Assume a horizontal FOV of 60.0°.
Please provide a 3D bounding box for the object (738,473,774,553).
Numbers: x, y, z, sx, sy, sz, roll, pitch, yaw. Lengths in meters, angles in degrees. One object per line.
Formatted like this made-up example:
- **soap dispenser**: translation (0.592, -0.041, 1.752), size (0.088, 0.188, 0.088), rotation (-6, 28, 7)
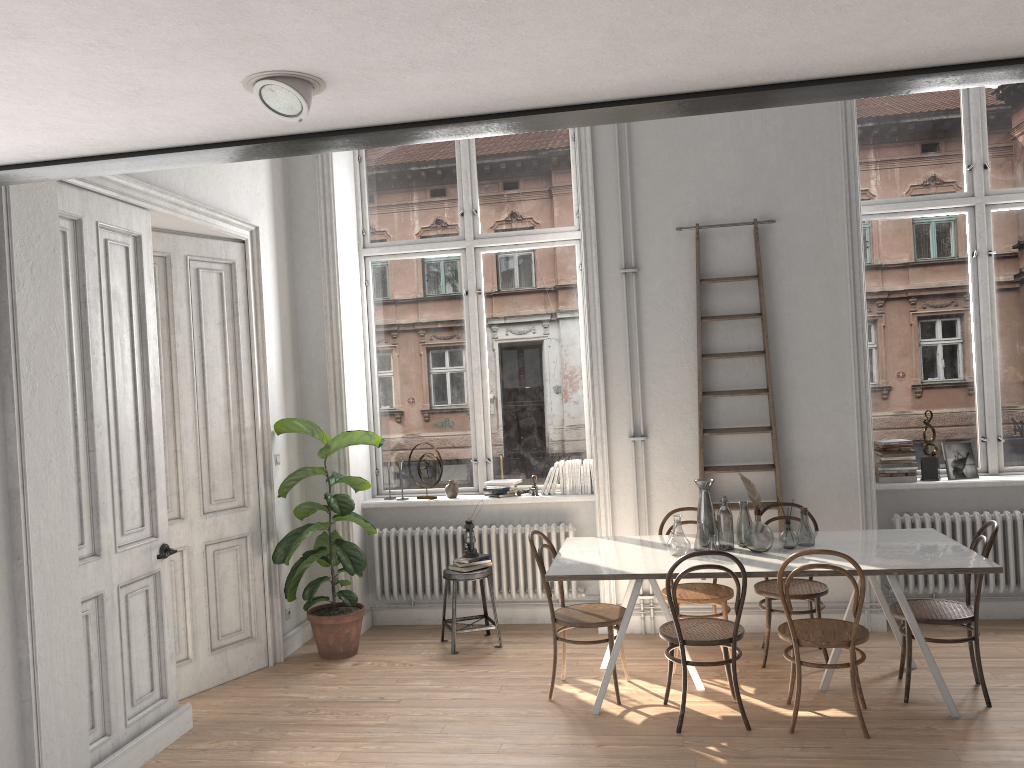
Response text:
- **object**: translation (1.354, 0.701, 4.889), size (0.157, 0.446, 0.157), rotation (-3, 0, 27)

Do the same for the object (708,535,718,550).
- **object**: translation (1.116, 0.891, 4.924), size (0.058, 0.094, 0.058), rotation (-3, 0, 38)

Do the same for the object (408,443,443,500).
- **object**: translation (-0.653, 0.660, 6.744), size (0.347, 0.425, 0.087), rotation (-3, 0, 42)

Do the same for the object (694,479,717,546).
- **object**: translation (1.122, 0.746, 5.131), size (0.116, 0.383, 0.116), rotation (-3, 0, 21)

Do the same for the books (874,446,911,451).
- **books**: translation (2.664, 0.451, 6.205), size (0.231, 0.023, 0.162), rotation (-3, 0, 25)

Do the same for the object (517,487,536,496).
- **object**: translation (0.096, 0.807, 6.639), size (0.153, 0.048, 0.088), rotation (-3, 0, -41)

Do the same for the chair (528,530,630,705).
- **chair**: translation (0.395, 1.298, 5.080), size (0.549, 0.920, 0.438), rotation (-3, 0, 18)

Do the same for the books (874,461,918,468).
- **books**: translation (2.679, 0.562, 6.209), size (0.245, 0.028, 0.193), rotation (-3, 0, 4)

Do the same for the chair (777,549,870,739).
- **chair**: translation (1.552, 1.235, 4.435), size (0.438, 0.920, 0.549), rotation (-3, 0, 20)

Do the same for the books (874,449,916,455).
- **books**: translation (2.673, 0.472, 6.204), size (0.244, 0.019, 0.174), rotation (-3, 0, 9)

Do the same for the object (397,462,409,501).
- **object**: translation (-0.840, 0.738, 6.756), size (0.095, 0.289, 0.095), rotation (-3, 0, 32)

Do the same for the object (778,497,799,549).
- **object**: translation (1.537, 0.773, 4.939), size (0.107, 0.283, 0.106), rotation (-3, 0, 4)

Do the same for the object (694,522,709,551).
- **object**: translation (1.069, 0.862, 5.027), size (0.083, 0.158, 0.083), rotation (-3, 0, 5)

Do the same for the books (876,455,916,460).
- **books**: translation (2.685, 0.514, 6.208), size (0.222, 0.024, 0.158), rotation (-3, 0, 9)

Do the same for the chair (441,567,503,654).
- **chair**: translation (-0.294, 1.534, 6.120), size (0.364, 0.523, 0.360), rotation (-3, 0, -17)

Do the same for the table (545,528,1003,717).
- **table**: translation (1.363, 1.315, 4.943), size (2.200, 0.780, 1.100), rotation (-3, 0, 9)

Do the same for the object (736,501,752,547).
- **object**: translation (1.328, 0.799, 5.058), size (0.098, 0.255, 0.100), rotation (-3, 0, -14)

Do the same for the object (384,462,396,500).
- **object**: translation (-0.946, 0.744, 6.832), size (0.095, 0.289, 0.095), rotation (-3, 1, 41)

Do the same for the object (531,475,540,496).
- **object**: translation (0.168, 0.751, 6.570), size (0.048, 0.153, 0.088), rotation (-3, 0, -21)

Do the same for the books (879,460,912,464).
- **books**: translation (2.682, 0.538, 6.203), size (0.205, 0.022, 0.155), rotation (-3, 0, 24)

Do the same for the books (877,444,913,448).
- **books**: translation (2.676, 0.429, 6.203), size (0.205, 0.020, 0.155), rotation (-3, 0, 9)

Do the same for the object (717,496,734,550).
- **object**: translation (1.203, 0.782, 5.005), size (0.086, 0.301, 0.086), rotation (-3, 0, -5)

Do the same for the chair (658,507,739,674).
- **chair**: translation (1.142, 1.258, 5.493), size (0.438, 0.920, 0.549), rotation (-3, 0, 7)

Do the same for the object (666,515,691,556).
- **object**: translation (0.921, 0.838, 4.923), size (0.132, 0.219, 0.132), rotation (-3, 0, -1)

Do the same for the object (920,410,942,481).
- **object**: translation (2.903, 0.424, 6.170), size (0.122, 0.488, 0.102), rotation (-3, 0, 34)

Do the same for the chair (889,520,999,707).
- **chair**: translation (2.310, 1.194, 4.738), size (0.549, 0.920, 0.438), rotation (-3, 0, 22)

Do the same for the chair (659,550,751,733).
- **chair**: translation (0.982, 1.266, 4.567), size (0.438, 0.920, 0.549), rotation (-3, 0, 5)

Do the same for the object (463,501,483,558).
- **object**: translation (-0.271, 1.005, 6.174), size (0.163, 0.383, 0.154), rotation (-3, 0, -17)

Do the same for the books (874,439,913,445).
- **books**: translation (2.671, 0.408, 6.213), size (0.201, 0.024, 0.159), rotation (-3, 0, -1)

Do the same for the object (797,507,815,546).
- **object**: translation (1.650, 0.802, 4.998), size (0.101, 0.212, 0.101), rotation (-3, 0, -41)

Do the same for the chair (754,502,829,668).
- **chair**: translation (1.719, 1.227, 5.477), size (0.438, 0.920, 0.549), rotation (-3, 0, 16)

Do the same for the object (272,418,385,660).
- **object**: translation (1.223, 0.791, 5.391), size (5.828, 1.842, 0.792), rotation (-3, 0, 15)

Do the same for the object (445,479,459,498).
- **object**: translation (-0.456, 0.790, 6.710), size (0.100, 0.142, 0.102), rotation (-3, 0, -16)

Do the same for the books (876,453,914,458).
- **books**: translation (2.680, 0.492, 6.203), size (0.205, 0.022, 0.155), rotation (-3, 0, 4)
